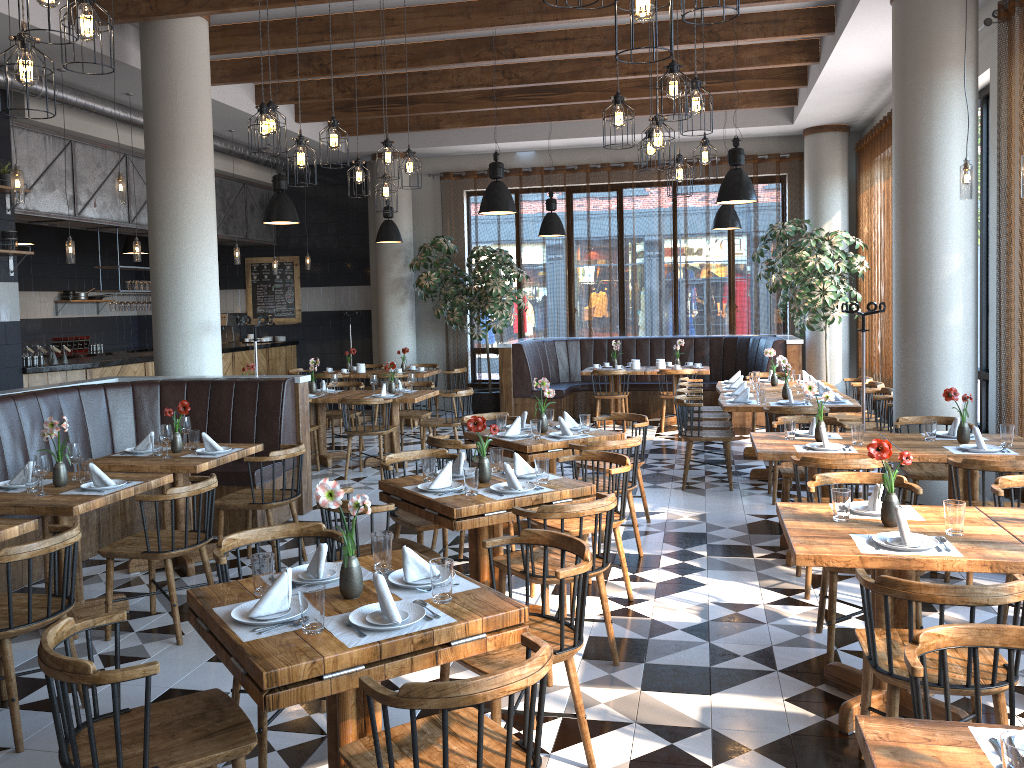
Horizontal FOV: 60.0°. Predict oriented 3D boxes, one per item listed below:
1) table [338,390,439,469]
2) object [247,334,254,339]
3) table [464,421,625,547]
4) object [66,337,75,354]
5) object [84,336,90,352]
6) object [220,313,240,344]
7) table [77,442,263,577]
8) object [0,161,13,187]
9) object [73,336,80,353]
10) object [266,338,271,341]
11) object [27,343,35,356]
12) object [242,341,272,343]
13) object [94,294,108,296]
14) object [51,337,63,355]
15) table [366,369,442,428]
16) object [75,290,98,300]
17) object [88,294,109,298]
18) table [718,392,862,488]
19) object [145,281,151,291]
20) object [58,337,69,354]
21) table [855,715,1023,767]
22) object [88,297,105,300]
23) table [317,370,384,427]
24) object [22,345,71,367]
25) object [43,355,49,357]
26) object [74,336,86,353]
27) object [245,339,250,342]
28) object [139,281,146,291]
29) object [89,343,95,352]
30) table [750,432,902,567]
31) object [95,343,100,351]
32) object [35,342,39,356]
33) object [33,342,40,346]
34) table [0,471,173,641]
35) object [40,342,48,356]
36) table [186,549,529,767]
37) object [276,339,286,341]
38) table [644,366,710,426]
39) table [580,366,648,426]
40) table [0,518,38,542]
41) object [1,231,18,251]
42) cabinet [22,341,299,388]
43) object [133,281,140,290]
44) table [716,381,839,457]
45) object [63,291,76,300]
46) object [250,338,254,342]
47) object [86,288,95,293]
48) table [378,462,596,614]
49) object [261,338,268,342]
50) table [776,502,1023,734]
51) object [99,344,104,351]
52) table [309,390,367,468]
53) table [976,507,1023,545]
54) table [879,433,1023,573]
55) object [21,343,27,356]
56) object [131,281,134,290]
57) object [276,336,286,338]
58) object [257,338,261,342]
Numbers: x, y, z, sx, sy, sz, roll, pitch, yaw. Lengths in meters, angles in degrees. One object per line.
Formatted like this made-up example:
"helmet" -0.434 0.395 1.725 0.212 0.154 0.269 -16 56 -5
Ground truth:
"table" -1.306 0.490 9.584 0.850 0.762 0.852 0 4 12
"object" -4.361 -0.770 14.823 0.130 0.128 0.130 -4 5 -32
"table" 0.235 0.736 6.516 0.865 0.762 0.865 -4 5 -33
"object" -6.768 -0.588 13.497 0.189 0.257 0.071 -1 3 9
"object" -6.692 -0.623 13.856 0.189 0.257 0.071 0 3 14
"object" -4.872 -0.912 14.841 0.355 0.568 0.551 -1 4 12
"table" -2.261 0.845 5.988 0.850 0.762 0.852 0 4 12
"object" -5.077 -2.099 8.884 0.173 0.267 0.189 1 4 30
"object" -6.743 -0.600 13.617 0.189 0.257 0.071 0 3 14
"object" -4.014 -0.721 14.530 0.079 0.066 0.099 1 5 24
"object" -6.841 -0.480 12.612 0.105 0.208 0.105 -4 4 -33
"object" -4.172 -0.689 14.500 0.437 0.018 0.273 0 5 12
"object" -6.675 -1.415 14.258 0.243 0.070 0.350 -1 5 5
"object" -6.819 -0.565 13.258 0.189 0.257 0.071 0 3 14
"table" -1.526 0.208 12.688 0.850 0.762 0.852 0 4 12
"object" -6.686 -1.395 13.900 0.348 0.153 0.200 -4 5 -24
"object" -6.645 -1.402 14.245 0.243 0.084 0.348 3 7 42
"table" 2.551 0.519 8.250 1.215 0.762 1.217 0 5 16
"object" -4.813 -1.296 11.701 0.080 0.132 0.080 2 5 42
"object" -6.793 -0.576 13.378 0.189 0.257 0.071 0 3 14
"table" 1.121 1.174 1.543 0.850 0.762 0.852 0 4 12
"object" -6.679 -1.380 14.262 0.243 0.059 0.350 -1 5 8
"table" -2.361 0.212 12.866 0.850 0.762 0.852 0 4 12
"object" -5.184 -0.310 9.656 0.421 0.203 0.600 0 5 12
"object" -6.868 -0.397 12.754 0.273 0.018 0.438 0 5 12
"object" -6.717 -0.612 13.736 0.189 0.257 0.071 -1 3 4
"object" -4.324 -0.709 14.485 0.079 0.066 0.099 1 5 24
"object" -4.837 -1.284 11.586 0.080 0.132 0.080 2 5 42
"object" -6.670 -0.584 14.087 0.093 0.136 0.047 -1 3 7
"table" 2.025 0.759 5.799 0.850 0.762 0.852 0 4 12
"object" -6.651 -0.593 14.178 0.093 0.136 0.047 -1 3 13
"object" -6.864 -0.491 12.740 0.105 0.208 0.105 -4 4 -33
"object" -6.900 -0.502 12.871 0.105 0.208 0.105 -4 4 -33
"table" -2.490 0.950 4.911 0.850 0.762 0.852 0 4 12
"object" -6.786 -0.504 12.854 0.105 0.208 0.105 -4 4 -33
"table" -0.524 1.085 2.941 0.865 0.762 0.865 -4 5 -33
"object" -3.855 -0.730 14.758 0.176 0.016 0.176 -6 7 -42
"table" 2.271 0.168 12.120 0.850 0.762 0.852 0 4 12
"table" 1.436 0.172 12.298 0.850 0.762 0.852 0 4 12
"table" -2.716 1.054 3.846 0.850 0.762 0.852 0 4 12
"object" -5.064 -1.438 8.932 0.143 0.200 0.142 -1 4 3
"cabinet" -5.668 0.142 12.313 3.027 1.162 6.011 0 5 12
"object" -4.862 -1.273 11.471 0.080 0.132 0.080 2 5 42
"table" 2.812 0.399 9.482 1.215 0.762 1.217 0 5 16
"object" -6.809 -1.363 13.628 0.190 0.147 0.194 1 5 25
"object" -4.228 -0.710 14.465 0.079 0.066 0.099 1 5 24
"object" -6.692 -1.415 13.878 0.294 0.172 0.065 -4 4 -27
"table" -0.138 0.907 4.758 0.865 0.762 0.865 -4 5 -33
"object" -4.037 -0.711 14.424 0.079 0.066 0.099 1 5 24
"table" 1.568 0.969 3.649 0.850 0.762 0.852 0 4 12
"object" -6.632 -0.602 14.268 0.094 0.136 0.047 -2 3 -13
"table" -2.140 0.493 9.762 0.850 0.762 0.852 0 4 12
"table" 2.405 0.965 3.470 0.850 0.762 0.852 0 4 12
"table" 2.862 0.755 5.621 0.850 0.762 0.852 0 4 12
"object" -6.945 -0.481 12.646 0.105 0.208 0.105 -4 4 -33
"object" -4.958 -1.284 11.612 0.080 0.132 0.080 2 5 42
"object" -3.856 -0.780 14.755 0.176 0.016 0.176 -6 7 -42
"object" -4.132 -0.710 14.444 0.079 0.066 0.099 1 5 24
